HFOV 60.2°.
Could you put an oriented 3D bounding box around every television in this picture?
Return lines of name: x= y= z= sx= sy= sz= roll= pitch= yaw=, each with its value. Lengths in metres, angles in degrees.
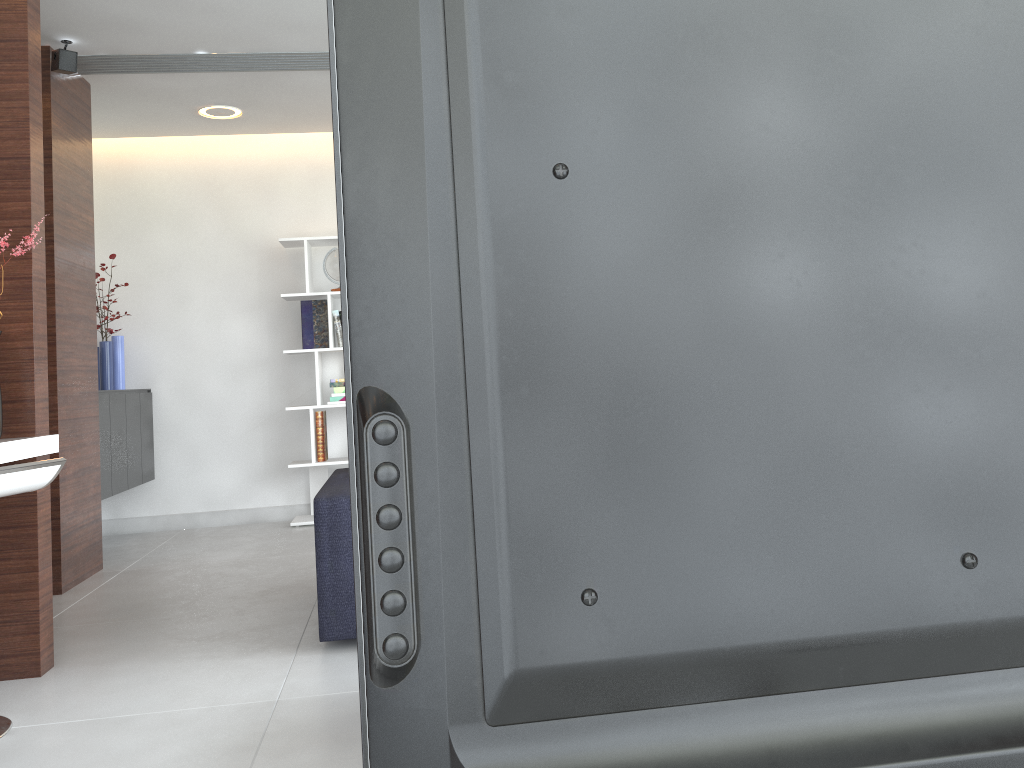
television: x=0.521 y=-0.069 z=0.531 sx=1.231 sy=0.791 sz=0.296 roll=-3 pitch=-4 yaw=-7

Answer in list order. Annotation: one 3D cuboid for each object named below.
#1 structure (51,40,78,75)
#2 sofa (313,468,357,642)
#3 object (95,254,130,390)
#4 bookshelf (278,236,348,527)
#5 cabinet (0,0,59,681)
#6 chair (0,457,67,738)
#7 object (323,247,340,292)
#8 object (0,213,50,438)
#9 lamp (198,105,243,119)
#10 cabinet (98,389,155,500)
structure: x=-2.113 y=-1.537 z=4.171 sx=0.114 sy=0.143 sz=0.084 roll=-6 pitch=-4 yaw=43
sofa: x=0.766 y=0.481 z=3.147 sx=2.874 sy=0.611 sz=1.892 roll=-4 pitch=0 yaw=-7
object: x=-2.580 y=-0.386 z=5.576 sx=0.270 sy=0.866 sz=0.270 roll=-4 pitch=-4 yaw=7
bookshelf: x=-0.881 y=-0.054 z=5.778 sx=1.151 sy=1.830 sz=0.298 roll=-3 pitch=-4 yaw=-7
cabinet: x=-1.750 y=-0.317 z=1.349 sx=0.786 sy=2.564 sz=3.320 roll=-3 pitch=-1 yaw=-7
chair: x=-1.506 y=0.581 z=2.329 sx=0.463 sy=0.713 sz=0.394 roll=-4 pitch=-3 yaw=10
object: x=-1.111 y=-0.704 z=5.763 sx=0.234 sy=0.385 sz=0.219 roll=-4 pitch=-3 yaw=13
object: x=-1.627 y=-0.191 z=2.712 sx=0.388 sy=0.739 sz=0.196 roll=-2 pitch=-4 yaw=-26
lamp: x=-3.027 y=-1.492 z=2.133 sx=9.597 sy=0.085 sz=5.320 roll=-4 pitch=1 yaw=-21
cabinet: x=-2.445 y=0.337 z=5.132 sx=0.398 sy=0.586 sz=1.126 roll=-3 pitch=0 yaw=-7
